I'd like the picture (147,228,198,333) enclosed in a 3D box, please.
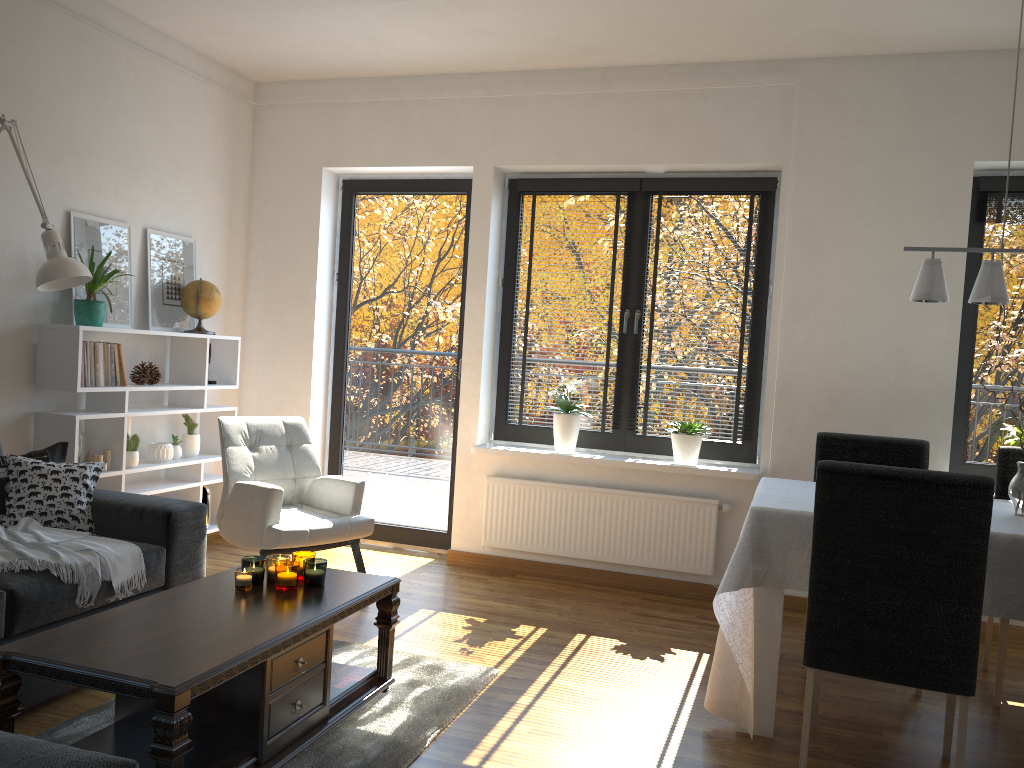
[{"bbox_3d":[-1.844,-0.548,4.818,0.059,0.532,0.390,4,2,18],"label":"picture"}]

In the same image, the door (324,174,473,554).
[{"bbox_3d":[-0.678,-0.135,5.408,0.976,2.276,0.119,4,3,18],"label":"door"}]

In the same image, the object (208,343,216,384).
[{"bbox_3d":[-1.714,-0.115,5.024,0.066,0.230,0.075,3,2,-2],"label":"object"}]

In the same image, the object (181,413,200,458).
[{"bbox_3d":[-1.756,0.285,4.852,0.098,0.236,0.097,4,2,5],"label":"object"}]

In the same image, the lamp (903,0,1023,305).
[{"bbox_3d":[1.795,-0.916,3.048,0.759,1.285,0.131,4,3,18],"label":"lamp"}]

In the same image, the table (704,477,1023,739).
[{"bbox_3d":[1.671,0.833,3.135,1.856,0.763,1.235,4,2,19],"label":"table"}]

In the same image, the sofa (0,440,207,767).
[{"bbox_3d":[-1.575,0.614,2.314,2.162,0.848,2.508,4,2,18],"label":"sofa"}]

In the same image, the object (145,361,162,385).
[{"bbox_3d":[-1.852,-0.055,4.559,0.096,0.125,0.101,5,3,33],"label":"object"}]

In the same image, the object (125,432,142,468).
[{"bbox_3d":[-1.870,0.324,4.337,0.087,0.173,0.088,5,3,34],"label":"object"}]

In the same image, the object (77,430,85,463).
[{"bbox_3d":[-2.039,0.308,4.110,0.108,0.197,0.108,5,3,29],"label":"object"}]

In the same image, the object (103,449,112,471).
[{"bbox_3d":[-1.929,0.361,4.223,0.039,0.099,0.039,4,2,14],"label":"object"}]

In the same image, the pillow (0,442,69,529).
[{"bbox_3d":[-1.917,0.400,3.356,0.234,0.358,0.449,6,3,44],"label":"pillow"}]

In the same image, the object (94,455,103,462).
[{"bbox_3d":[-1.995,0.368,4.124,0.176,0.084,0.078,3,2,-14],"label":"object"}]

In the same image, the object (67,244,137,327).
[{"bbox_3d":[-1.960,-0.454,4.142,0.387,0.372,0.424,4,2,5],"label":"object"}]

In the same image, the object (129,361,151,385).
[{"bbox_3d":[-1.879,-0.056,4.484,0.102,0.127,0.094,2,2,-27],"label":"object"}]

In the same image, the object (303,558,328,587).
[{"bbox_3d":[-0.646,0.617,2.903,0.079,0.081,0.079,4,2,13],"label":"object"}]

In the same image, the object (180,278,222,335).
[{"bbox_3d":[-1.715,-0.427,4.885,0.215,0.305,0.217,5,3,35],"label":"object"}]

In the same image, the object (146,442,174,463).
[{"bbox_3d":[-1.831,0.356,4.611,0.134,0.098,0.132,3,2,-12],"label":"object"}]

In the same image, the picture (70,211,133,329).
[{"bbox_3d":[-2.003,-0.544,4.333,0.059,0.532,0.390,4,2,18],"label":"picture"}]

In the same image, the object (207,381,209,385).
[{"bbox_3d":[-1.745,-0.107,4.896,0.066,0.217,0.134,5,3,33],"label":"object"}]

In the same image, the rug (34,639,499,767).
[{"bbox_3d":[-0.815,1.065,2.706,1.051,0.034,1.813,4,2,17],"label":"rug"}]

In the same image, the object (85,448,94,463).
[{"bbox_3d":[-2.002,0.353,4.204,0.062,0.108,0.062,4,2,18],"label":"object"}]

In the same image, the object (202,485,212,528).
[{"bbox_3d":[-1.751,0.678,4.982,0.118,0.246,0.126,5,3,25],"label":"object"}]

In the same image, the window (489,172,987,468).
[{"bbox_3d":[4.800,1.743,16.029,21.834,18.382,12.962,2,3,-42],"label":"window"}]

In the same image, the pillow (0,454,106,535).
[{"bbox_3d":[-1.730,0.428,3.354,0.358,0.313,0.169,2,3,-31],"label":"pillow"}]

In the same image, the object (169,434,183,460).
[{"bbox_3d":[-1.802,0.334,4.747,0.072,0.137,0.072,3,2,-2],"label":"object"}]

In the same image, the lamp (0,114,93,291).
[{"bbox_3d":[-1.961,-0.705,3.454,0.698,0.670,0.200,4,2,9],"label":"lamp"}]

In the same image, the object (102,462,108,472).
[{"bbox_3d":[-1.927,0.390,4.179,0.040,0.044,0.040,6,3,44],"label":"object"}]

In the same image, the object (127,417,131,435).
[{"bbox_3d":[-1.956,0.282,4.481,0.051,0.238,0.051,5,3,36],"label":"object"}]

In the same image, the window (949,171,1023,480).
[{"bbox_3d":[2.950,-0.223,4.221,1.561,1.589,0.119,4,3,18],"label":"window"}]

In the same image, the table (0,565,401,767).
[{"bbox_3d":[-0.843,0.859,2.619,0.570,0.409,1.179,4,2,18],"label":"table"}]
